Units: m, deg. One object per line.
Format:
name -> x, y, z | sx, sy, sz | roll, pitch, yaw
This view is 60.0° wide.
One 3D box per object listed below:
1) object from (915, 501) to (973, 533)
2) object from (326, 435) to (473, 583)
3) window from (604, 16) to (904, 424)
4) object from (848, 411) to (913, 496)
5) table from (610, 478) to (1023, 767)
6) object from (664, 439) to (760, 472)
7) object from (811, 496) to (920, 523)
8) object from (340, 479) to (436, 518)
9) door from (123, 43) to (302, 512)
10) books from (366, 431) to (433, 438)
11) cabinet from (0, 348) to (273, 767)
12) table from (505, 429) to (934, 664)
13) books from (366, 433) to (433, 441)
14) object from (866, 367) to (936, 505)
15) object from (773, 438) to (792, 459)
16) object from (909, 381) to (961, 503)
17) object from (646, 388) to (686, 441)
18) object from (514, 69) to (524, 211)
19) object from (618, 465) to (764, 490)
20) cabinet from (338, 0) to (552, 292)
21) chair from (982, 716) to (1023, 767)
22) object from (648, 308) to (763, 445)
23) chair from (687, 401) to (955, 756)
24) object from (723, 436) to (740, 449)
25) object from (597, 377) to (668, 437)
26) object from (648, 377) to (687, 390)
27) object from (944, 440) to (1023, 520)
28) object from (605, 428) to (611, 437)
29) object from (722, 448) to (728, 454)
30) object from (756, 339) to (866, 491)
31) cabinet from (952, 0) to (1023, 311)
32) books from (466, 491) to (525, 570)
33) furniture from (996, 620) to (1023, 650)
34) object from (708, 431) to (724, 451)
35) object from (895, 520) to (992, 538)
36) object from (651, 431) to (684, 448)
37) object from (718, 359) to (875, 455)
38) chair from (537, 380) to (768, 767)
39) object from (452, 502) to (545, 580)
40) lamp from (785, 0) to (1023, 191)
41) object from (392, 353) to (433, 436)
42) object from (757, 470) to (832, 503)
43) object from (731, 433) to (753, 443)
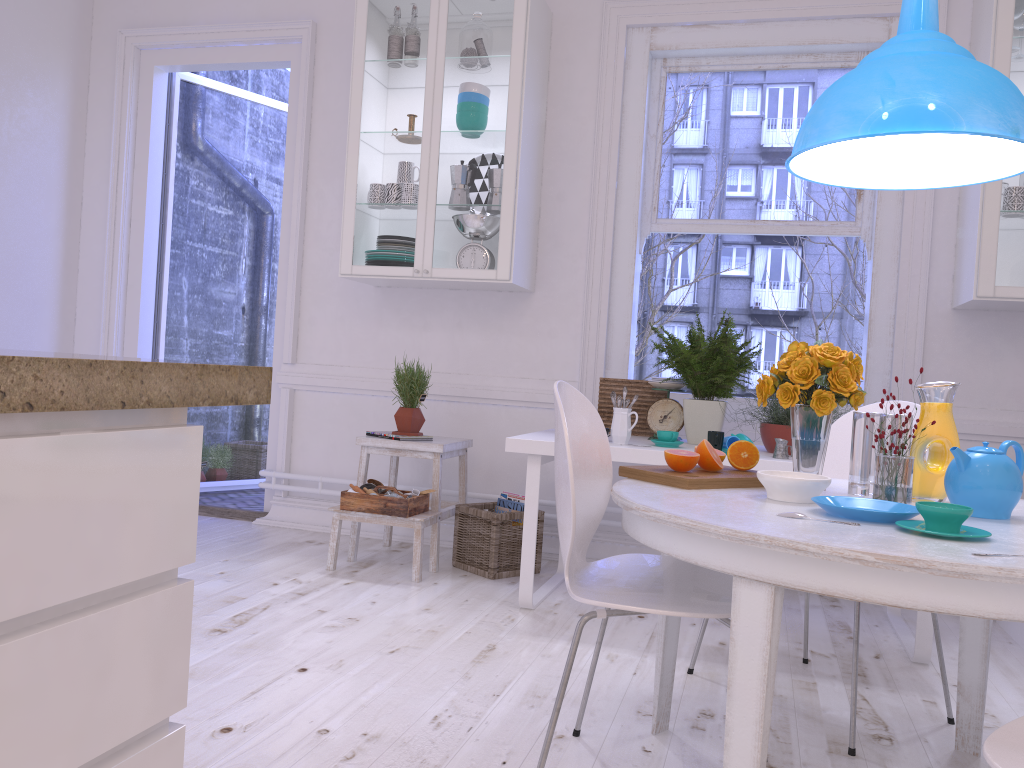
object -> 0.726, 0.226, 1.492 | 0.088, 0.043, 0.088 | 4, 1, 23
object -> -0.466, 0.506, 3.837 | 0.418, 0.534, 0.599 | 4, 1, 16
window -> 1.094, -0.719, 4.036 | 1.234, 1.782, 0.181 | 4, 1, 16
object -> 0.832, 0.159, 2.004 | 0.122, 0.186, 0.101 | 3, 1, -44
table -> 0.751, 0.565, 1.785 | 1.140, 0.629, 1.140 | 4, 1, 44
object -> 0.454, 0.166, 2.093 | 0.285, 0.075, 0.129 | 3, 1, -38
object -> 0.657, 0.234, 1.644 | 0.196, 0.023, 0.196 | 4, 1, 3
object -> -0.504, 0.466, 3.633 | 0.358, 0.110, 0.211 | 4, 1, 18
door -> -1.479, -0.552, 5.208 | 1.009, 2.474, 1.021 | 4, 1, 16
books -> -0.492, 0.221, 3.879 | 0.180, 0.007, 0.246 | 3, 1, -44
cabinet -> -0.787, 0.376, 0.600 | 0.654, 0.842, 1.167 | 4, 1, 16
table -> 0.784, 0.551, 3.314 | 1.514, 0.619, 0.736 | 4, 1, 16
books -> -0.493, 0.230, 3.879 | 0.180, 0.011, 0.246 | 3, 1, -44
object -> 0.785, 0.108, 1.790 | 0.128, 0.287, 0.128 | 4, 1, 17
object -> 0.922, 0.220, 3.014 | 0.066, 0.067, 0.052 | 4, 1, 16
object -> 0.930, 0.126, 1.950 | 0.094, 0.267, 0.116 | 4, 1, 42
object -> 0.630, 0.124, 3.607 | 0.159, 0.208, 0.185 | 4, 1, 16
object -> -0.300, -1.114, 4.100 | 0.811, 0.651, 0.376 | 4, 1, 16
object -> 0.452, 0.215, 2.068 | 0.347, 0.024, 0.224 | 3, 1, -34
cabinet -> -0.305, -1.114, 4.079 | 0.823, 1.311, 0.425 | 4, 1, 16
chair -> 0.784, 0.471, 1.017 | 0.604, 0.845, 0.483 | 3, 1, -39
object -> 0.748, -0.028, 3.454 | 0.438, 0.527, 0.368 | 4, 1, 16
chair -> 0.897, 0.458, 2.468 | 0.483, 0.845, 0.604 | 3, 1, -29
object -> 0.754, 0.206, 3.057 | 0.069, 0.058, 0.080 | 4, 1, -11
object -> 0.511, 0.100, 3.751 | 0.294, 0.237, 0.028 | 4, 1, 16
object -> 0.637, -0.003, 3.616 | 0.163, 0.047, 0.164 | 3, 1, -25
object -> 0.948, 0.187, 1.772 | 0.156, 0.151, 0.150 | 4, 1, 19
object -> 0.326, 0.187, 3.327 | 0.079, 0.048, 0.082 | 3, 1, -25
object -> 0.768, 0.233, 3.056 | 0.121, 0.021, 0.121 | 3, 1, -34
object -> 0.695, 0.067, 2.052 | 0.234, 0.351, 0.235 | 3, 1, -19
cabinet -> 2.211, -0.942, 3.371 | 0.823, 1.311, 0.425 | 4, 1, 16
books -> -0.048, 0.633, 3.823 | 0.205, 0.306, 0.221 | 3, 1, -41
furniture -> 1.784, 0.692, 1.794 | 0.769, 0.508, 3.296 | 4, 1, 16
object -> 0.688, 0.200, 3.013 | 0.055, 0.077, 0.070 | 4, 1, 41
object -> 0.724, 0.247, 1.493 | 0.147, 0.011, 0.147 | 4, 1, 18
object -> 0.565, 0.200, 3.226 | 0.121, 0.055, 0.121 | 3, 1, -34
object -> 1.059, 0.093, 3.266 | 0.668, 0.367, 0.531 | 4, 1, 40
chair -> 0.302, 0.429, 1.812 | 0.483, 0.845, 0.604 | 4, 1, 16
object -> -0.060, 0.666, 3.815 | 0.276, 0.270, 0.276 | 3, 1, -41
lamp -> 1.014, -1.496, 2.115 | 0.568, 1.948, 0.568 | 3, 1, -40
object -> -0.433, 0.038, 3.852 | 0.186, 0.367, 0.196 | 3, 1, -29
object -> 0.577, 0.212, 1.822 | 0.147, 0.052, 0.147 | 3, 1, -32
object -> 0.793, 0.202, 3.059 | 0.069, 0.059, 0.082 | 4, 1, -6
